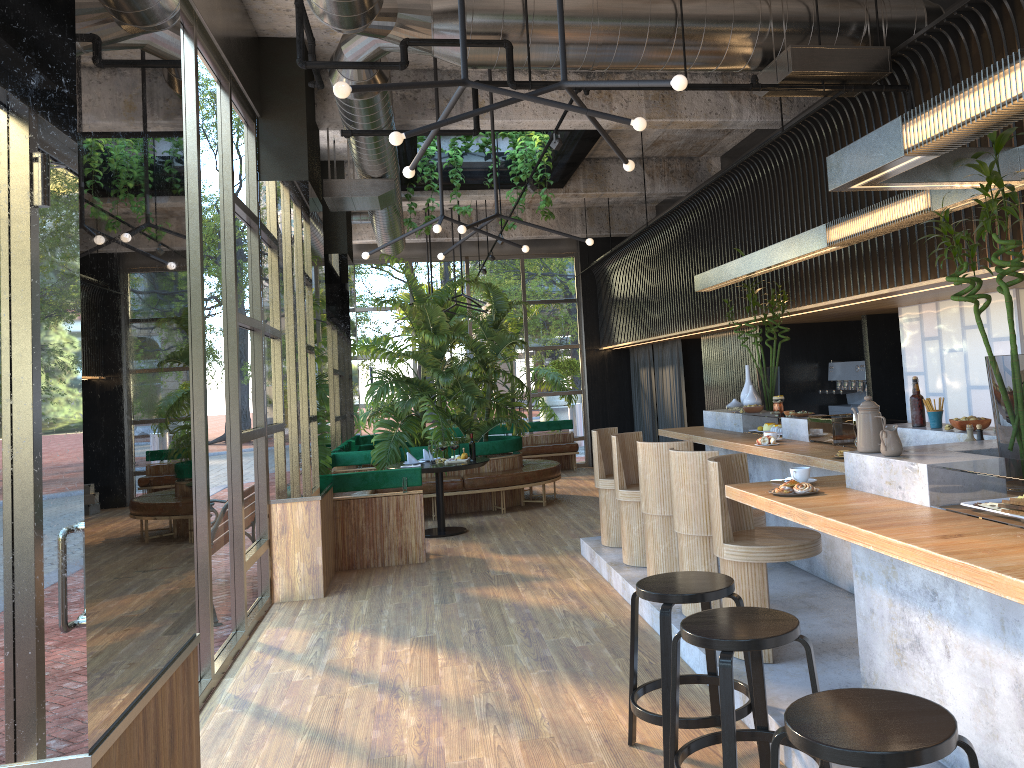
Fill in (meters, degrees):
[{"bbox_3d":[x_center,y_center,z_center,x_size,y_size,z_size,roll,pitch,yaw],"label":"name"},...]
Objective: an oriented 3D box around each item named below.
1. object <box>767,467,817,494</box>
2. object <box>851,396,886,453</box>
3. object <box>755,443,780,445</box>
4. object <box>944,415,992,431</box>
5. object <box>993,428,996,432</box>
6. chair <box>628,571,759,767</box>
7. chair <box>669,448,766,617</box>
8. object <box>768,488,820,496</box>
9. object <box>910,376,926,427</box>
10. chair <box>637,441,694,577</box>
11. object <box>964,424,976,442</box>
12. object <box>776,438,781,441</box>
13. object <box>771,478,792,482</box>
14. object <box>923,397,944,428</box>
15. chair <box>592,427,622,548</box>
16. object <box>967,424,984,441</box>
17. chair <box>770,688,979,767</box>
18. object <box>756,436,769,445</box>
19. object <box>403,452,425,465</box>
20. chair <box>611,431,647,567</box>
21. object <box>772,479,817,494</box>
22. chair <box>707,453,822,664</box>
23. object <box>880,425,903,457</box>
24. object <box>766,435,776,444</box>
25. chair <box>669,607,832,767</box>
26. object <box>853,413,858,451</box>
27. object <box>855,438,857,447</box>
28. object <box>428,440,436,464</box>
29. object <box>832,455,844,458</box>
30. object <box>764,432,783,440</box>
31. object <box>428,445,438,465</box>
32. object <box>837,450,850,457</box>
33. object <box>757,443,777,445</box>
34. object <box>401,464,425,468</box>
[{"bbox_3d":[1.194,0.414,3.819,0.175,0.073,0.431,-4,0,28],"label":"object"},{"bbox_3d":[1.484,0.167,3.702,0.124,0.235,0.204,-1,-3,-40],"label":"object"},{"bbox_3d":[1.724,0.408,5.999,0.166,0.005,0.167,-3,0,3],"label":"object"},{"bbox_3d":[2.276,0.195,4.451,0.191,0.073,0.228,-3,0,12],"label":"object"},{"bbox_3d":[2.357,0.174,4.261,0.086,0.107,0.161,-5,-2,38],"label":"object"},{"bbox_3d":[0.744,1.180,3.705,0.527,0.699,0.501,-3,-3,-13],"label":"chair"},{"bbox_3d":[1.242,0.861,5.303,0.520,0.972,0.573,-6,-4,42],"label":"chair"},{"bbox_3d":[1.167,0.446,3.676,0.198,0.013,0.214,-3,0,28],"label":"object"},{"bbox_3d":[2.222,0.096,4.871,0.072,0.277,0.077,-5,-4,28],"label":"object"},{"bbox_3d":[1.161,0.863,6.100,0.535,0.972,0.558,-4,-3,15],"label":"chair"},{"bbox_3d":[2.121,0.289,4.100,0.073,0.211,0.067,0,-5,-41],"label":"object"},{"bbox_3d":[1.810,0.395,6.206,0.164,0.020,0.157,-3,0,-12],"label":"object"},{"bbox_3d":[1.222,0.434,4.021,0.030,0.027,0.129,-2,-1,-30],"label":"object"},{"bbox_3d":[2.238,0.153,4.702,0.104,0.162,0.106,-5,-3,26],"label":"object"},{"bbox_3d":[0.984,0.868,7.623,0.547,0.972,0.545,-3,-3,2],"label":"chair"},{"bbox_3d":[2.120,0.287,4.028,0.068,0.215,0.167,-4,-3,18],"label":"object"},{"bbox_3d":[0.904,1.177,2.184,0.532,0.699,0.496,-2,-3,-20],"label":"chair"},{"bbox_3d":[1.686,0.381,5.982,0.062,0.059,0.072,-3,-2,-18],"label":"object"},{"bbox_3d":[-1.055,0.799,9.557,0.242,0.139,0.223,-3,-1,-25],"label":"object"},{"bbox_3d":[1.067,0.866,6.831,0.572,0.972,0.520,-1,-4,-33],"label":"chair"},{"bbox_3d":[1.171,0.427,3.671,0.155,0.053,0.160,-4,0,36],"label":"object"},{"bbox_3d":[1.308,0.860,4.547,0.520,0.972,0.572,-6,-4,38],"label":"chair"},{"bbox_3d":[1.487,0.224,3.499,0.100,0.120,0.086,-3,-3,0],"label":"object"},{"bbox_3d":[1.737,0.377,6.007,0.073,0.060,0.124,-2,-1,-39],"label":"object"},{"bbox_3d":[0.811,1.179,3.072,0.530,0.699,0.497,-2,-3,-18],"label":"chair"},{"bbox_3d":[2.009,0.280,5.123,0.072,0.233,0.077,-5,-4,24],"label":"object"},{"bbox_3d":[1.973,0.314,4.894,0.114,0.172,0.133,-3,-2,-14],"label":"object"},{"bbox_3d":[-0.852,0.728,9.501,0.096,0.246,0.088,-1,-4,-26],"label":"object"},{"bbox_3d":[1.844,0.401,4.908,0.157,0.013,0.142,-4,0,-37],"label":"object"},{"bbox_3d":[1.830,0.365,6.210,0.138,0.064,0.106,-3,-1,-29],"label":"object"},{"bbox_3d":[-0.826,0.746,9.337,0.101,0.210,0.109,-5,-3,26],"label":"object"},{"bbox_3d":[1.845,0.386,4.911,0.093,0.041,0.146,-4,0,26],"label":"object"},{"bbox_3d":[1.723,0.406,5.995,0.117,0.005,0.125,-3,0,31],"label":"object"},{"bbox_3d":[-1.037,0.854,9.299,0.260,0.019,0.154,-3,0,-9],"label":"object"}]
